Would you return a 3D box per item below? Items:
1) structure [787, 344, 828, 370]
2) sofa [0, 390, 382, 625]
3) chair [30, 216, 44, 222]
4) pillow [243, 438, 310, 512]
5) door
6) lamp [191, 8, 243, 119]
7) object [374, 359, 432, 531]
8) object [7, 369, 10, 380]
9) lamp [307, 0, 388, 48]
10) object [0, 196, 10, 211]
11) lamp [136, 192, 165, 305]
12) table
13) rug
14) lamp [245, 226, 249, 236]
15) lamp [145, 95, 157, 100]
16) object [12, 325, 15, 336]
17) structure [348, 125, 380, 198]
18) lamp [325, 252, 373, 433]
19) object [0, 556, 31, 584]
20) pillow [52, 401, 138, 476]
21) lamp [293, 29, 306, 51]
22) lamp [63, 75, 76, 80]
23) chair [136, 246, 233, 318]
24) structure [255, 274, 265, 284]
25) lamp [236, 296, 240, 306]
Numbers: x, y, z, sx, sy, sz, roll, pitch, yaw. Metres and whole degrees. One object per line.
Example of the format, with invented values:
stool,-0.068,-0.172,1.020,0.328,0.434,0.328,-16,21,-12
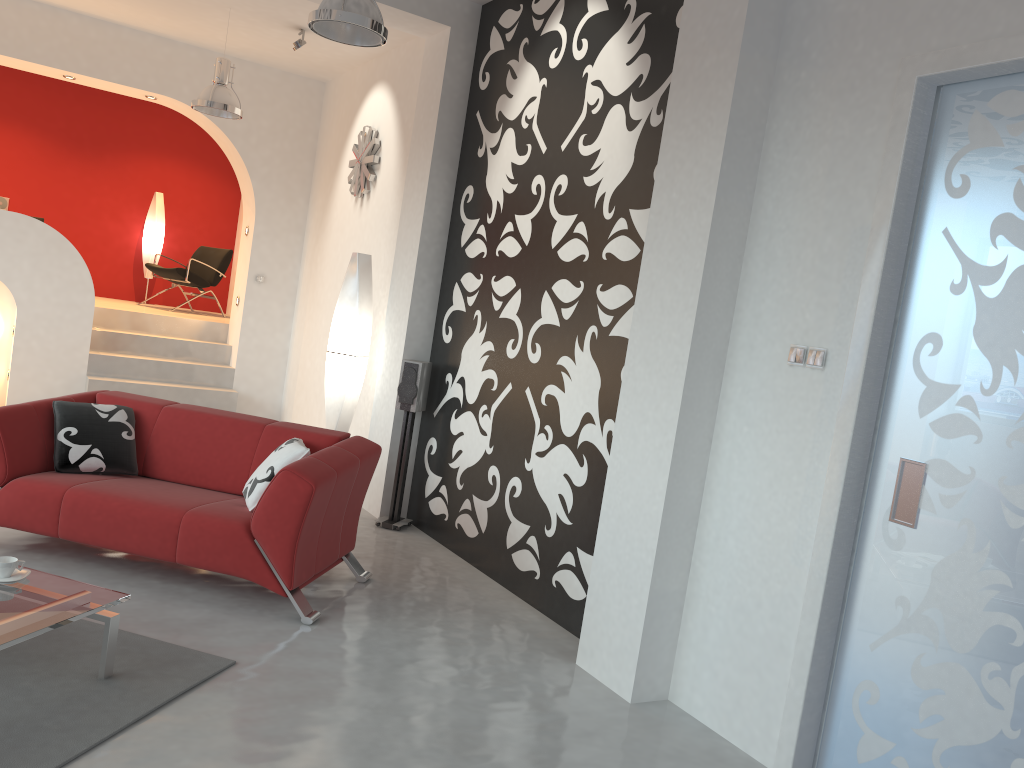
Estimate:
structure,1.081,-0.100,3.254,0.016,0.080,0.170,6,5,-31
sofa,-1.693,0.532,4.478,1.929,0.738,0.951,9,4,9
chair,-5.341,-1.407,9.217,0.664,0.795,0.768,8,4,-11
pillow,-1.164,0.441,4.383,0.288,0.343,0.402,7,4,-23
door,1.626,0.267,2.479,0.240,2.550,1.600,6,5,-31
lamp,-2.214,-2.486,6.811,0.379,0.800,0.379,11,5,30
object,-0.706,0.398,5.869,0.214,1.112,0.229,10,4,14
object,-4.533,-0.082,7.980,0.011,0.105,0.105,6,5,-31
lamp,-0.730,-2.077,4.236,0.379,0.800,0.379,6,5,-38
object,-4.677,-1.638,8.103,0.151,0.147,0.133,12,5,43
lamp,-4.354,-1.640,10.728,0.237,1.349,0.237,7,4,-22
table,-2.073,0.814,2.790,1.162,0.286,1.097,10,4,14
rug,-2.091,0.957,2.812,1.700,0.025,1.700,10,4,14
lamp,-2.624,-1.515,8.776,0.011,0.105,0.105,6,5,-31
lamp,-3.331,-2.643,8.188,0.105,0.011,0.105,5,5,-42
object,-4.472,-0.476,7.952,0.011,0.105,0.105,6,5,-31
structure,-1.257,-1.867,7.449,0.090,0.596,0.596,6,5,-31
lamp,-1.210,-0.056,6.418,0.313,1.779,0.313,7,4,-22
object,-1.793,0.653,3.131,0.153,0.069,0.153,9,4,-4
pillow,-2.135,0.280,4.550,0.402,0.343,0.288,6,5,-38
lamp,-1.687,-2.734,7.063,0.112,0.176,0.118,10,4,12
lamp,-3.914,-2.709,7.842,0.105,0.011,0.105,5,5,-42
chair,-3.753,-1.232,10.228,0.664,0.795,0.768,11,5,34
structure,-2.457,-1.024,8.649,0.080,0.080,0.016,6,5,-31
lamp,-2.730,-0.825,8.824,0.011,0.105,0.105,6,5,-31
